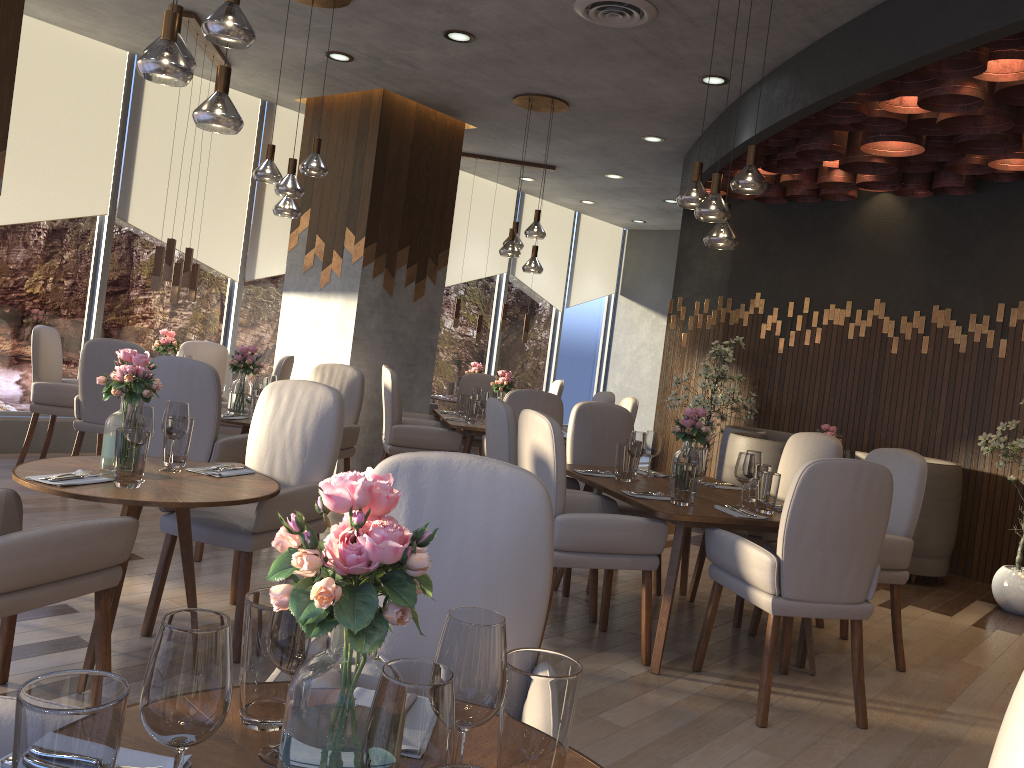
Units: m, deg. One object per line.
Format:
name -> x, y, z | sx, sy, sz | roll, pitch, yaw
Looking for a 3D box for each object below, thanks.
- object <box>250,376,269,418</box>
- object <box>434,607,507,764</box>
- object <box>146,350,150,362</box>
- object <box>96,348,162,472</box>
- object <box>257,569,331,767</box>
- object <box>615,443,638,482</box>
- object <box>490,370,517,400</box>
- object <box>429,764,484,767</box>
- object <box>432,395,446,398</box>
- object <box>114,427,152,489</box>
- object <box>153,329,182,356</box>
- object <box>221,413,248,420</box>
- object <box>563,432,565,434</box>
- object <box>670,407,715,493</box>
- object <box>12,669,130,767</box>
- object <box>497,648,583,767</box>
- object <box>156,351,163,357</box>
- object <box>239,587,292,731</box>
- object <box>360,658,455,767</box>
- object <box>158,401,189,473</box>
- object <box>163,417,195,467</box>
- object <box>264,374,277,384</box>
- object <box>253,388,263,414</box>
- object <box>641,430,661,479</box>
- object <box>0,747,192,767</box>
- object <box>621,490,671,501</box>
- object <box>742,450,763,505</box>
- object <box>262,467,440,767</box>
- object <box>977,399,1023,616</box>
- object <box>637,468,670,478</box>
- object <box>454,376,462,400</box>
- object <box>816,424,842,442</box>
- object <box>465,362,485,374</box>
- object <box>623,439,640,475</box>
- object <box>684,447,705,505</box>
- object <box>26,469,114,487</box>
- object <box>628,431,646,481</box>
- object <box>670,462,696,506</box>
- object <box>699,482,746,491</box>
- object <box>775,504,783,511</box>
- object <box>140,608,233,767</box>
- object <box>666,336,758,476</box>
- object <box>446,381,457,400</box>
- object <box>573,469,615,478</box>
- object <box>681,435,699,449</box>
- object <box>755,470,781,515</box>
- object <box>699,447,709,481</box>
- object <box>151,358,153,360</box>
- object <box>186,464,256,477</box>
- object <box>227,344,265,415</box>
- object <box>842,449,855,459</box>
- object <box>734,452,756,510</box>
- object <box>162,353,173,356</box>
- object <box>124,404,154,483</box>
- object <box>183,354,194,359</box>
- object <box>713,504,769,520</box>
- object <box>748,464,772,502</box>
object -> -1.456, 0.078, 5.111 | 0.092, 0.244, 0.092 | 7, 1, 32
object -> -0.058, 0.402, 1.075 | 0.092, 0.244, 0.092 | 7, 0, -16
object -> -2.661, -0.120, 6.385 | 0.092, 0.244, 0.092 | 7, 0, 16
object -> -1.311, 0.087, 3.034 | 0.210, 0.416, 0.198 | 7, 1, 11
object -> -0.282, 0.370, 1.170 | 0.092, 0.244, 0.092 | 7, 1, 32
object -> 0.556, 0.388, 4.355 | 0.102, 0.178, 0.102 | 7, 1, -2
object -> -0.070, 0.098, 6.966 | 0.210, 0.416, 0.197 | 7, 1, 16
object -> -0.051, 0.447, 0.781 | 0.102, 0.178, 0.102 | 7, 1, -21
object -> -0.712, 0.133, 9.256 | 0.255, 0.019, 0.157 | 7, 2, -9
object -> -1.187, 0.231, 2.759 | 0.102, 0.178, 0.102 | 7, 1, -12
object -> -2.535, -0.194, 6.482 | 0.209, 0.415, 0.198 | 7, 1, -39
object -> -1.591, 0.179, 4.999 | 0.157, 0.019, 0.255 | 8, 2, 13
object -> 0.271, 0.348, 6.679 | 0.255, 0.019, 0.157 | 7, 2, -8
object -> 0.859, 0.314, 4.274 | 0.210, 0.416, 0.198 | 7, 1, -4
object -> -0.448, 0.393, 0.887 | 0.102, 0.178, 0.102 | 8, 1, 33
object -> 0.029, 0.444, 1.135 | 0.102, 0.178, 0.102 | 7, 1, 0
object -> -2.617, -0.123, 6.599 | 0.092, 0.244, 0.092 | 7, 1, -43
object -> -0.339, 0.393, 1.265 | 0.102, 0.178, 0.102 | 8, 1, 43
object -> -0.108, 0.403, 0.871 | 0.092, 0.244, 0.092 | 7, 1, 23
object -> -1.191, 0.184, 3.122 | 0.092, 0.244, 0.092 | 7, 0, 3
object -> -1.220, 0.210, 3.228 | 0.102, 0.178, 0.102 | 7, 1, -31
object -> -1.476, 0.066, 5.369 | 0.092, 0.244, 0.092 | 7, 0, -6
object -> -1.417, 0.120, 5.011 | 0.102, 0.178, 0.102 | 7, 1, 19
object -> 0.724, 0.367, 4.611 | 0.092, 0.244, 0.092 | 7, 0, 4
object -> -0.488, 0.462, 1.052 | 0.255, 0.019, 0.157 | 7, 2, 7
object -> 0.624, 0.492, 3.946 | 0.255, 0.019, 0.158 | 6, 2, -18
object -> 1.115, 0.434, 4.129 | 0.092, 0.244, 0.092 | 7, 1, 31
object -> -0.192, 0.301, 1.012 | 0.198, 0.415, 0.209 | 8, 1, 36
object -> 3.356, 0.642, 5.569 | 0.787, 1.616, 0.748 | 7, 1, -25
object -> 0.749, 0.478, 4.773 | 0.157, 0.019, 0.255 | 6, 2, -21
object -> -0.549, 0.043, 9.184 | 0.092, 0.244, 0.092 | 7, 1, -29
object -> 2.434, 0.518, 6.853 | 0.210, 0.416, 0.197 | 7, 1, 16
object -> -0.382, -0.021, 9.137 | 0.210, 0.416, 0.197 | 7, 1, 16
object -> 0.628, 0.386, 4.670 | 0.102, 0.178, 0.102 | 7, 1, -5
object -> 0.797, 0.402, 3.900 | 0.092, 0.244, 0.092 | 7, 1, -38
object -> -1.362, 0.289, 2.773 | 0.157, 0.019, 0.255 | 8, 2, 22
object -> 0.622, 0.360, 4.445 | 0.092, 0.244, 0.092 | 7, 0, 1
object -> 0.731, 0.430, 3.810 | 0.102, 0.178, 0.102 | 7, 1, -2
object -> 1.077, 0.524, 4.624 | 0.255, 0.019, 0.158 | 7, 2, -17
object -> 1.258, 0.567, 4.080 | 0.255, 0.019, 0.158 | 7, 2, -17
object -> -0.350, 0.370, 0.942 | 0.092, 0.244, 0.092 | 7, 0, 4
object -> 1.724, 0.352, 7.870 | 0.790, 1.616, 0.745 | 8, 1, 45
object -> -0.629, 0.068, 9.106 | 0.102, 0.178, 0.102 | 7, 1, -3
object -> 0.449, 0.450, 4.491 | 0.255, 0.019, 0.158 | 6, 2, -18
object -> 0.933, 0.391, 4.673 | 0.092, 0.244, 0.092 | 7, 1, 25
object -> 1.115, 0.476, 3.881 | 0.102, 0.178, 0.102 | 7, 1, -10
object -> 0.993, 0.429, 4.761 | 0.102, 0.178, 0.102 | 8, 1, 39
object -> -2.687, -0.102, 6.686 | 0.102, 0.178, 0.102 | 6, 1, -45
object -> -1.066, 0.310, 3.212 | 0.158, 0.019, 0.255 | 8, 2, 23
object -> -1.584, -0.028, 5.227 | 0.210, 0.416, 0.198 | 7, 1, -4
object -> 2.562, 0.624, 6.768 | 0.092, 0.244, 0.092 | 7, 0, -11
object -> 1.033, 0.430, 3.947 | 0.092, 0.244, 0.092 | 7, 1, -36
object -> -2.468, -0.094, 6.324 | 0.092, 0.244, 0.092 | 7, 0, 13
object -> -1.211, 0.191, 2.865 | 0.092, 0.244, 0.092 | 7, 1, 24
object -> -2.399, -0.093, 6.536 | 0.092, 0.244, 0.092 | 7, 0, -2
object -> 0.967, 0.541, 3.790 | 0.157, 0.019, 0.255 | 7, 2, -16
object -> 1.175, 0.471, 4.217 | 0.102, 0.178, 0.102 | 7, 1, -1
